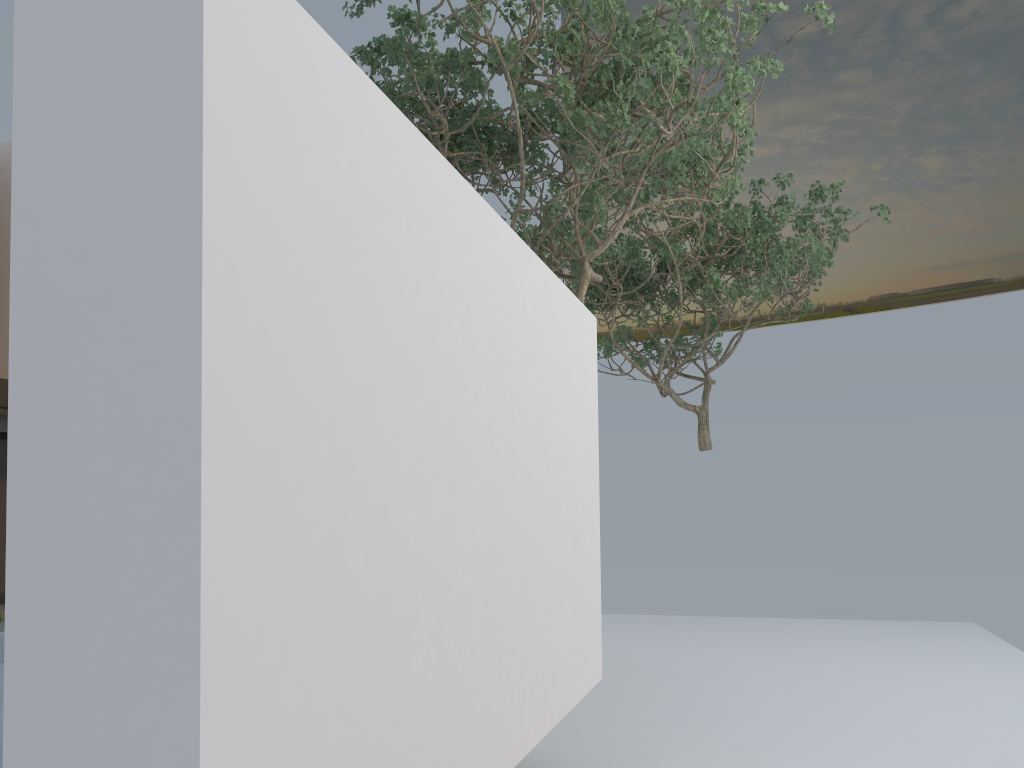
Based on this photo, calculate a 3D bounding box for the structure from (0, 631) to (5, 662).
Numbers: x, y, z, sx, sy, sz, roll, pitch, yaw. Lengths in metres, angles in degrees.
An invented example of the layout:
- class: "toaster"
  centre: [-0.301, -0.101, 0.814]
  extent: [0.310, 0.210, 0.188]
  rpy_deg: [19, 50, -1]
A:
- class: "structure"
  centre: [-2.104, 0.318, 9.048]
  extent: [1.159, 3.923, 6.591]
  rpy_deg: [-2, -7, 16]

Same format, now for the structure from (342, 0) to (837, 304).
- class: "structure"
  centre: [0.445, -1.998, 7.855]
  extent: [4.334, 3.681, 5.787]
  rpy_deg: [0, -6, -4]

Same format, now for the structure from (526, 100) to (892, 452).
- class: "structure"
  centre: [2.873, -1.285, 14.006]
  extent: [5.508, 4.678, 7.354]
  rpy_deg: [0, -6, -4]
